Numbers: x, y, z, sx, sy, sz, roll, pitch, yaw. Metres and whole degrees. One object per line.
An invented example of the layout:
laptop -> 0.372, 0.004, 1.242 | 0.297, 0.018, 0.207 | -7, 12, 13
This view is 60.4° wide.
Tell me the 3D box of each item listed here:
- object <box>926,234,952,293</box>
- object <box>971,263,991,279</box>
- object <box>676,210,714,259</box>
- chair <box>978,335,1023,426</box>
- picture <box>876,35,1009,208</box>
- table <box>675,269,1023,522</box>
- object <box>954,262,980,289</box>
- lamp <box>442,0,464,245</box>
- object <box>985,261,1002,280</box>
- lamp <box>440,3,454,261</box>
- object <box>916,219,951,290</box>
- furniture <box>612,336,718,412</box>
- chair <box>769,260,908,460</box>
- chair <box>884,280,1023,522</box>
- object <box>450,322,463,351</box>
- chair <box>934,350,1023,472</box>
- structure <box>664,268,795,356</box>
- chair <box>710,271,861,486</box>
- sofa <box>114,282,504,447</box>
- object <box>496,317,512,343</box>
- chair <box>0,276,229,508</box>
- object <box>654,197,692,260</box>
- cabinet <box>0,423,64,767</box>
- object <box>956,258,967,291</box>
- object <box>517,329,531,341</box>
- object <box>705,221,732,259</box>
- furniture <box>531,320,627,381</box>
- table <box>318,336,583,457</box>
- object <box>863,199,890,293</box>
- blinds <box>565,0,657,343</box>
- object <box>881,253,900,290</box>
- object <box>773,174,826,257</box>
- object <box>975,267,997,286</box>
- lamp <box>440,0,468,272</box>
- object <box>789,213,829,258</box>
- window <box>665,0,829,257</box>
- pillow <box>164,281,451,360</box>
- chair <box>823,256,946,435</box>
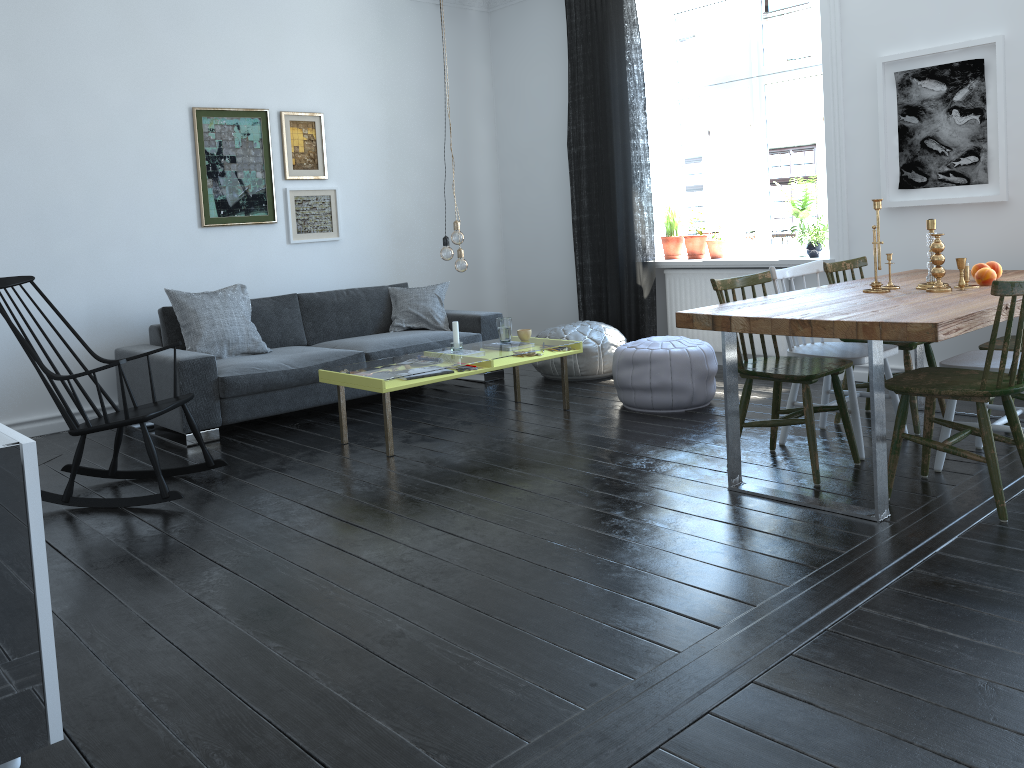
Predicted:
object -> 1.814, -0.515, 3.747 | 0.101, 0.245, 0.101 | -5, 5, -18
object -> 2.189, -0.520, 4.105 | 0.083, 0.087, 0.092 | -5, 7, -15
object -> 1.392, -1.129, 6.635 | 0.236, 0.367, 0.259 | -7, 7, -30
chair -> 2.362, -0.150, 3.876 | 0.471, 0.820, 0.486 | -8, 7, -43
picture -> 2.447, -1.469, 5.018 | 0.084, 0.880, 0.689 | -7, 7, -42
table -> 1.832, -0.068, 3.898 | 2.248, 0.709, 1.021 | -12, 12, -41
object -> 1.987, -0.476, 3.848 | 0.102, 0.113, 0.103 | 1, 8, 34
lamp -> -0.341, -1.503, 4.787 | 0.074, 1.485, 0.075 | -3, 4, 5
object -> 2.261, -0.533, 4.146 | 0.083, 0.089, 0.089 | 2, 9, 38
lamp -> -0.391, -1.412, 4.756 | 0.086, 1.485, 0.075 | -3, 4, 9
object -> 1.857, -0.574, 3.891 | 0.140, 0.308, 0.142 | -3, 5, 1
furniture -> 0.907, -0.066, 5.206 | 0.616, 0.415, 0.616 | 4, 11, 42
chair -> 1.488, -0.148, 4.113 | 0.470, 0.835, 0.511 | -8, 7, -42
chair -> 1.657, 0.012, 3.211 | 0.471, 0.821, 0.486 | -8, 7, -43
object -> -0.322, -0.279, 5.082 | 0.074, 0.172, 0.075 | -4, 5, -7
chair -> 2.030, -0.075, 3.527 | 0.470, 0.835, 0.511 | -8, 7, -42
structure -> 1.530, -0.503, 6.241 | 0.074, 0.622, 1.068 | -7, 8, -42
chair -> 1.158, -0.057, 3.764 | 0.471, 0.820, 0.486 | -8, 7, -43
sofa -> -1.262, -0.249, 5.920 | 2.395, 0.716, 1.088 | -12, 12, -41
object -> -0.044, -0.327, 5.330 | 0.097, 0.145, 0.099 | -3, 6, 9
chair -> -1.851, -0.002, 3.967 | 0.905, 0.997, 0.619 | -3, 5, 3
object -> 1.253, -1.213, 6.789 | 0.300, 0.495, 0.337 | 0, 6, 31
cabinet -> -1.508, 0.457, 2.037 | 0.595, 0.728, 1.205 | -9, 10, -41
object -> 1.911, -0.466, 3.744 | 0.049, 0.138, 0.049 | -7, 6, -42
object -> 0.076, -0.294, 5.334 | 0.087, 0.066, 0.088 | -5, 8, -14
object -> 1.517, -1.061, 6.475 | 0.194, 0.275, 0.179 | -2, 6, 15
furniture -> 0.481, -0.254, 6.347 | 0.685, 0.378, 0.682 | -11, 11, -41
table -> -0.295, 0.036, 4.917 | 1.414, 0.395, 0.602 | -12, 12, -41
object -> 1.599, -0.607, 3.878 | 0.113, 0.407, 0.114 | -3, 4, 10
blinds -> 0.710, -1.654, 6.715 | 0.113, 2.949, 0.805 | -7, 5, -43
object -> 1.714, -0.511, 3.993 | 0.080, 0.159, 0.081 | -3, 5, 5
object -> 1.977, -1.149, 6.010 | 0.328, 0.561, 0.397 | -2, 6, 12
object -> 2.089, -0.472, 3.886 | 0.090, 0.083, 0.085 | -7, 8, -29
lamp -> -0.322, -1.358, 4.838 | 0.074, 1.485, 0.089 | -5, 4, -18
object -> 2.004, -0.984, 5.829 | 0.288, 0.292, 0.285 | -9, 8, -37
window -> 1.782, -1.923, 6.410 | 0.108, 1.970, 1.572 | -7, 7, -42
pillow -> -1.299, -0.504, 6.029 | 2.072, 0.488, 0.480 | -11, 10, -37
chair -> 1.863, -0.219, 4.429 | 0.471, 0.821, 0.486 | -8, 7, -43
